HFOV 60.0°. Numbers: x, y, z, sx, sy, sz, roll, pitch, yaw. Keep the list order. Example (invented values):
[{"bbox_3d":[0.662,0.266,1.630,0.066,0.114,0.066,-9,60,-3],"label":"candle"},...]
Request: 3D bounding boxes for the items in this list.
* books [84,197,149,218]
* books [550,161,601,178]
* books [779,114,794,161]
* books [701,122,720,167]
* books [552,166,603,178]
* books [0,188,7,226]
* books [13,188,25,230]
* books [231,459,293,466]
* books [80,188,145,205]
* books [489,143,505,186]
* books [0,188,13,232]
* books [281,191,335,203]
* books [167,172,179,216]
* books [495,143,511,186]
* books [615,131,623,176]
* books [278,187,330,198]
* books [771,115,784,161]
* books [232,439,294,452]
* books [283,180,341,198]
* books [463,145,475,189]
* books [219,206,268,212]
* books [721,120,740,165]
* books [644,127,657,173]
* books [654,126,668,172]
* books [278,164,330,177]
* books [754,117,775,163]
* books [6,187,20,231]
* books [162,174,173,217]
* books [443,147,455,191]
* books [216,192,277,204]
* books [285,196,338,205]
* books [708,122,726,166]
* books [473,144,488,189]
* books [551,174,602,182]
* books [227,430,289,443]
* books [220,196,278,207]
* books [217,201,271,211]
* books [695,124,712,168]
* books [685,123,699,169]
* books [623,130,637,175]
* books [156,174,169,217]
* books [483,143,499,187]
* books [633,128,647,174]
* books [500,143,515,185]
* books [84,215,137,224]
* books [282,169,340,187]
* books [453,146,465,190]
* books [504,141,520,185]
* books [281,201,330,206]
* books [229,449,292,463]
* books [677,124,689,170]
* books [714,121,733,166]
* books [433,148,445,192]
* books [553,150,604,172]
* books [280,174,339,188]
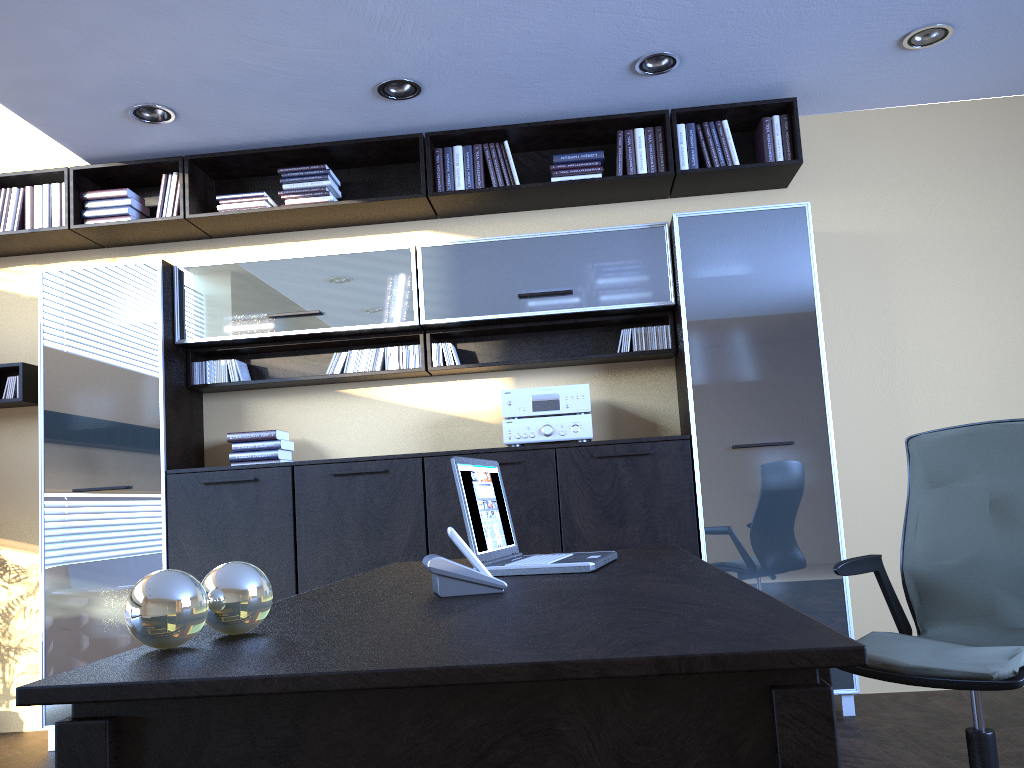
[{"bbox_3d":[-2.149,-0.953,4.831,0.258,0.050,0.208,-4,-8,4],"label":"books"},{"bbox_3d":[0.331,-1.107,4.637,0.258,0.031,0.208,-4,-8,4],"label":"books"},{"bbox_3d":[1.393,-1.216,4.553,0.050,0.257,0.208,-4,-7,4],"label":"books"},{"bbox_3d":[1.017,-1.190,4.577,0.075,0.259,0.208,-4,-7,4],"label":"books"},{"bbox_3d":[0.345,-1.077,4.633,0.258,0.031,0.208,-4,-8,4],"label":"books"},{"bbox_3d":[-2.748,-0.913,4.868,0.075,0.259,0.208,-4,-7,4],"label":"books"},{"bbox_3d":[-2.652,-0.918,4.876,0.075,0.259,0.208,-4,-7,4],"label":"books"},{"bbox_3d":[-1.295,0.428,4.613,0.258,0.050,0.208,-4,-8,5],"label":"books"},{"bbox_3d":[-2.174,-1.003,4.835,0.258,0.050,0.208,-4,-8,4],"label":"books"},{"bbox_3d":[-0.068,-1.108,4.672,0.075,0.259,0.208,-4,-7,4],"label":"books"},{"bbox_3d":[-2.716,-0.916,4.864,0.075,0.259,0.208,-4,-7,5],"label":"books"},{"bbox_3d":[-1.075,-0.978,4.744,0.258,0.028,0.208,-4,-8,4],"label":"books"},{"bbox_3d":[-1.794,-0.983,4.794,0.075,0.259,0.208,-4,-7,4],"label":"books"},{"bbox_3d":[-0.036,-1.110,4.665,0.072,0.257,0.208,-4,-7,5],"label":"books"},{"bbox_3d":[0.559,-1.154,4.620,0.055,0.259,0.208,-4,-7,5],"label":"books"},{"bbox_3d":[-1.097,-1.003,4.762,0.258,0.028,0.208,-4,-8,3],"label":"books"},{"bbox_3d":[1.348,-1.213,4.556,0.036,0.257,0.208,-4,-7,4],"label":"books"},{"bbox_3d":[-1.299,0.329,4.638,0.258,0.050,0.208,-4,-8,5],"label":"books"},{"bbox_3d":[-1.069,-1.035,4.755,0.258,0.028,0.208,-4,-8,4],"label":"books"},{"bbox_3d":[-0.215,-1.097,4.688,0.050,0.257,0.208,-4,-7,4],"label":"books"},{"bbox_3d":[-1.402,-0.899,4.748,0.258,0.028,0.208,-4,-8,5],"label":"books"},{"bbox_3d":[1.112,-1.197,4.569,0.075,0.259,0.208,-4,-7,4],"label":"books"},{"bbox_3d":[0.716,-1.167,4.604,0.050,0.257,0.208,-4,-7,4],"label":"books"},{"bbox_3d":[0.767,-1.171,4.598,0.050,0.257,0.208,-4,-7,5],"label":"books"},{"bbox_3d":[-1.095,-1.120,4.755,0.258,0.028,0.208,-4,-8,4],"label":"books"},{"bbox_3d":[1.304,-1.209,4.570,0.050,0.257,0.208,-4,-7,4],"label":"books"},{"bbox_3d":[-2.685,-0.918,4.863,0.075,0.259,0.208,-4,-7,4],"label":"books"},{"bbox_3d":[-1.824,-0.979,4.810,0.075,0.259,0.208,-4,-7,4],"label":"books"},{"bbox_3d":[-0.319,-1.090,4.694,0.050,0.257,0.208,-4,-7,5],"label":"books"},{"bbox_3d":[-1.426,-0.980,4.774,0.258,0.028,0.208,-4,-8,4],"label":"books"},{"bbox_3d":[-1.053,-0.951,4.741,0.258,0.028,0.208,-4,-8,5],"label":"books"},{"bbox_3d":[1.049,-1.191,4.579,0.075,0.259,0.208,-4,-7,5],"label":"books"},{"bbox_3d":[-0.164,-1.101,4.681,0.050,0.257,0.208,-4,-7,5],"label":"books"},{"bbox_3d":[0.337,-1.033,4.637,0.258,0.050,0.208,-4,-8,4],"label":"books"},{"bbox_3d":[-1.324,0.278,4.635,0.258,0.050,0.208,-4,-8,4],"label":"books"},{"bbox_3d":[-1.403,-0.955,4.763,0.258,0.028,0.208,-4,-8,4],"label":"books"},{"bbox_3d":[-1.414,-0.927,4.754,0.258,0.028,0.208,-4,-8,5],"label":"books"},{"bbox_3d":[0.988,-1.184,4.601,0.075,0.259,0.208,-4,-7,5],"label":"books"},{"bbox_3d":[0.922,-1.183,4.584,0.050,0.257,0.208,-4,-7,4],"label":"books"},{"bbox_3d":[0.613,-1.158,4.619,0.050,0.257,0.208,-4,-7,5],"label":"books"},{"bbox_3d":[-1.856,-0.977,4.809,0.075,0.259,0.208,-4,-7,4],"label":"books"},{"bbox_3d":[-0.100,-1.106,4.675,0.075,0.259,0.208,-4,-7,5],"label":"books"},{"bbox_3d":[0.664,-1.163,4.607,0.050,0.257,0.208,-4,-7,4],"label":"books"},{"bbox_3d":[-0.014,-1.111,4.679,0.072,0.257,0.208,-4,-7,5],"label":"books"},{"bbox_3d":[-2.144,-0.853,4.816,0.258,0.050,0.208,-4,-8,4],"label":"books"},{"bbox_3d":[-1.073,-1.093,4.747,0.258,0.028,0.208,-4,-8,4],"label":"books"},{"bbox_3d":[-0.268,-1.094,4.685,0.050,0.257,0.208,-4,-7,5],"label":"books"},{"bbox_3d":[0.007,-1.116,4.652,0.072,0.257,0.208,-4,-7,4],"label":"books"},{"bbox_3d":[-1.073,-0.923,4.730,0.258,0.028,0.208,-4,-8,4],"label":"books"},{"bbox_3d":[-1.309,0.379,4.624,0.258,0.050,0.208,-4,-8,5],"label":"books"},{"bbox_3d":[0.870,-1.179,4.588,0.050,0.257,0.208,-4,-7,4],"label":"books"},{"bbox_3d":[1.081,-1.194,4.573,0.075,0.259,0.208,-4,-7,4],"label":"books"},{"bbox_3d":[-0.371,-1.086,4.698,0.050,0.257,0.208,-4,-7,5],"label":"books"},{"bbox_3d":[0.349,-1.150,4.632,0.258,0.050,0.208,-4,-8,4],"label":"books"},{"bbox_3d":[-1.083,-1.064,4.748,0.258,0.028,0.208,-4,-8,4],"label":"books"}]
